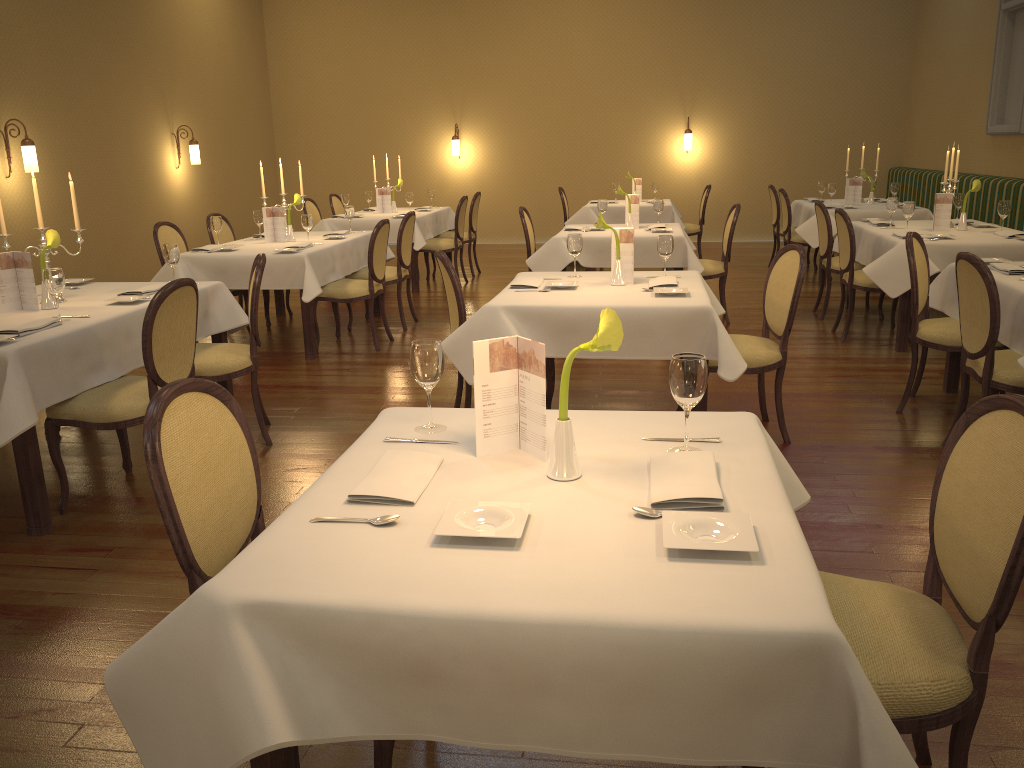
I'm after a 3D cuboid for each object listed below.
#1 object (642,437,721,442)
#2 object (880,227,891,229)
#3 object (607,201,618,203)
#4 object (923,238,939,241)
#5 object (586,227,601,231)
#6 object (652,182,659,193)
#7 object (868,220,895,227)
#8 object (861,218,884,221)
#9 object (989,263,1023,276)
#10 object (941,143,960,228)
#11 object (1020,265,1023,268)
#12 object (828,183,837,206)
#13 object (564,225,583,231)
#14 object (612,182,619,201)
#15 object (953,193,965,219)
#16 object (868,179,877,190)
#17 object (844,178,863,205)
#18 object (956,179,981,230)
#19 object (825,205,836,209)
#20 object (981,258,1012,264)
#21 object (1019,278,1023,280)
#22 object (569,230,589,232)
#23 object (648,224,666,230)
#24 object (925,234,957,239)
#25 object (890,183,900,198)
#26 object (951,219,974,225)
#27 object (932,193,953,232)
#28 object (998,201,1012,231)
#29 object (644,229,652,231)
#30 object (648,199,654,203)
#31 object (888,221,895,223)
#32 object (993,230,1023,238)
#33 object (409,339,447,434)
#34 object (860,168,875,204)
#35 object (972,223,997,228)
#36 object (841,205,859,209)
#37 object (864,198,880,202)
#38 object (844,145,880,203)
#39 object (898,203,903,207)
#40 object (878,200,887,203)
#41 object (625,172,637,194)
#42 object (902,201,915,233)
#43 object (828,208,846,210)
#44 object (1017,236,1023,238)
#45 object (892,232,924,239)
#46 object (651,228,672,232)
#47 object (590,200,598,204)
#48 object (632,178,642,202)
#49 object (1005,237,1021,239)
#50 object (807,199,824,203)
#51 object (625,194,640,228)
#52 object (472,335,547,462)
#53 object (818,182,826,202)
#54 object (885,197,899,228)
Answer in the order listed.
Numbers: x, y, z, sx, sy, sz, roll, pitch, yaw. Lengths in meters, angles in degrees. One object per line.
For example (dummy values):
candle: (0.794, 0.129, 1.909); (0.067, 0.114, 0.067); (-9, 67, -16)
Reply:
object: (0.406, 0.132, 2.128); (0.185, 0.010, 0.017); (1, 15, 10)
object: (2.961, -1.213, 6.893); (0.185, 0.010, 0.017); (1, 15, 9)
object: (1.197, -2.178, 10.626); (0.160, 0.024, 0.160); (1, 15, 8)
object: (2.821, -0.988, 6.060); (0.181, 0.015, 0.038); (1, 15, 10)
object: (0.695, -1.283, 7.342); (0.160, 0.024, 0.160); (1, 15, 8)
object: (1.739, -2.340, 10.780); (0.088, 0.229, 0.088); (-11, 18, -32)
object: (2.989, -1.298, 7.173); (0.142, 0.033, 0.273); (1, 15, 8)
object: (3.041, -1.379, 7.478); (0.160, 0.024, 0.160); (1, 15, 8)
object: (2.594, -0.594, 4.592); (0.142, 0.033, 0.273); (1, 15, 8)
object: (3.361, -1.529, 6.805); (0.131, 0.655, 0.390); (6, 17, 27)
object: (2.672, -0.630, 4.742); (0.181, 0.015, 0.038); (1, 15, 10)
object: (3.359, -1.988, 9.318); (0.088, 0.229, 0.088); (-11, 18, -32)
object: (0.523, -1.312, 7.471); (0.142, 0.024, 0.273); (1, 15, 8)
object: (1.285, -2.378, 10.963); (0.088, 0.229, 0.088); (-11, 18, -32)
object: (3.669, -1.450, 7.289); (0.088, 0.229, 0.088); (-11, 18, -32)
object: (4.099, -2.216, 10.098); (0.088, 0.229, 0.088); (-11, 18, -32)
object: (3.626, -2.040, 9.400); (0.166, 0.277, 0.081); (7, 17, 29)
object: (3.383, -1.326, 6.571); (0.076, 0.375, 0.163); (-4, 15, -9)
object: (3.229, -1.814, 9.085); (0.142, 0.024, 0.273); (1, 15, 8)
object: (2.646, -0.675, 4.897); (0.160, 0.024, 0.160); (1, 15, 8)
object: (2.566, -0.509, 4.312); (0.185, 0.010, 0.017); (1, 15, 9)
object: (0.545, -1.252, 7.255); (0.181, 0.015, 0.038); (1, 15, 10)
object: (1.198, -1.294, 7.328); (0.142, 0.033, 0.273); (1, 15, 8)
object: (2.971, -1.019, 6.147); (0.160, 0.024, 0.160); (1, 15, 8)
object: (3.951, -1.961, 9.163); (0.088, 0.229, 0.088); (-11, 18, -32)
object: (3.587, -1.298, 7.117); (0.142, 0.033, 0.273); (1, 15, 8)
object: (3.190, -1.285, 6.633); (0.166, 0.277, 0.081); (-7, 16, -19)
object: (3.521, -1.195, 6.354); (0.088, 0.229, 0.088); (-11, 18, -32)
object: (1.159, -1.245, 7.173); (0.181, 0.015, 0.038); (1, 15, 10)
object: (1.701, -2.190, 10.612); (0.142, 0.033, 0.273); (1, 15, 8)
object: (3.066, -1.333, 7.323); (0.181, 0.015, 0.038); (1, 15, 10)
object: (3.482, -1.045, 6.185); (0.142, 0.033, 0.273); (1, 15, 8)
object: (-0.211, 0.005, 2.236); (0.088, 0.229, 0.088); (-11, 18, -32)
object: (3.799, -2.110, 9.465); (0.163, 0.375, 0.076); (7, 17, 29)
object: (3.628, -1.215, 6.817); (0.160, 0.024, 0.160); (1, 15, 8)
object: (3.400, -1.785, 8.956); (0.160, 0.024, 0.160); (1, 15, 8)
object: (4.017, -2.064, 9.926); (0.142, 0.033, 0.273); (1, 15, 8)
object: (3.791, -2.295, 9.613); (0.131, 0.655, 0.390); (-12, 18, -34)
object: (3.912, -1.811, 8.994); (0.142, 0.033, 0.273); (1, 15, 8)
object: (4.058, -1.981, 9.626); (0.160, 0.024, 0.160); (1, 15, 8)
object: (1.438, -2.365, 10.619); (0.163, 0.375, 0.076); (-5, 16, -14)
object: (2.900, -1.218, 6.496); (0.088, 0.229, 0.088); (-11, 18, -32)
object: (3.251, -1.753, 8.869); (0.181, 0.015, 0.038); (1, 15, 10)
object: (3.473, -0.972, 5.925); (0.160, 0.024, 0.160); (1, 15, 8)
object: (2.799, -1.048, 6.276); (0.142, 0.024, 0.273); (1, 15, 8)
object: (1.189, -1.221, 7.067); (0.160, 0.024, 0.160); (1, 15, 8)
object: (1.026, -2.207, 10.755); (0.142, 0.024, 0.273); (1, 15, 8)
object: (1.540, -2.343, 10.724); (0.081, 0.277, 0.166); (-12, 18, -33)
object: (3.443, -0.995, 6.030); (0.181, 0.015, 0.038); (1, 15, 10)
object: (3.419, -2.064, 9.982); (0.142, 0.033, 0.273); (1, 15, 8)
object: (1.038, -1.448, 7.439); (0.081, 0.277, 0.166); (-12, 18, -33)
object: (0.005, 0.032, 2.031); (0.166, 0.277, 0.081); (3, 16, 15)
object: (3.411, -2.111, 9.771); (0.088, 0.229, 0.088); (-11, 18, -32)
object: (2.981, -1.345, 6.962); (0.088, 0.229, 0.088); (-11, 18, -32)
